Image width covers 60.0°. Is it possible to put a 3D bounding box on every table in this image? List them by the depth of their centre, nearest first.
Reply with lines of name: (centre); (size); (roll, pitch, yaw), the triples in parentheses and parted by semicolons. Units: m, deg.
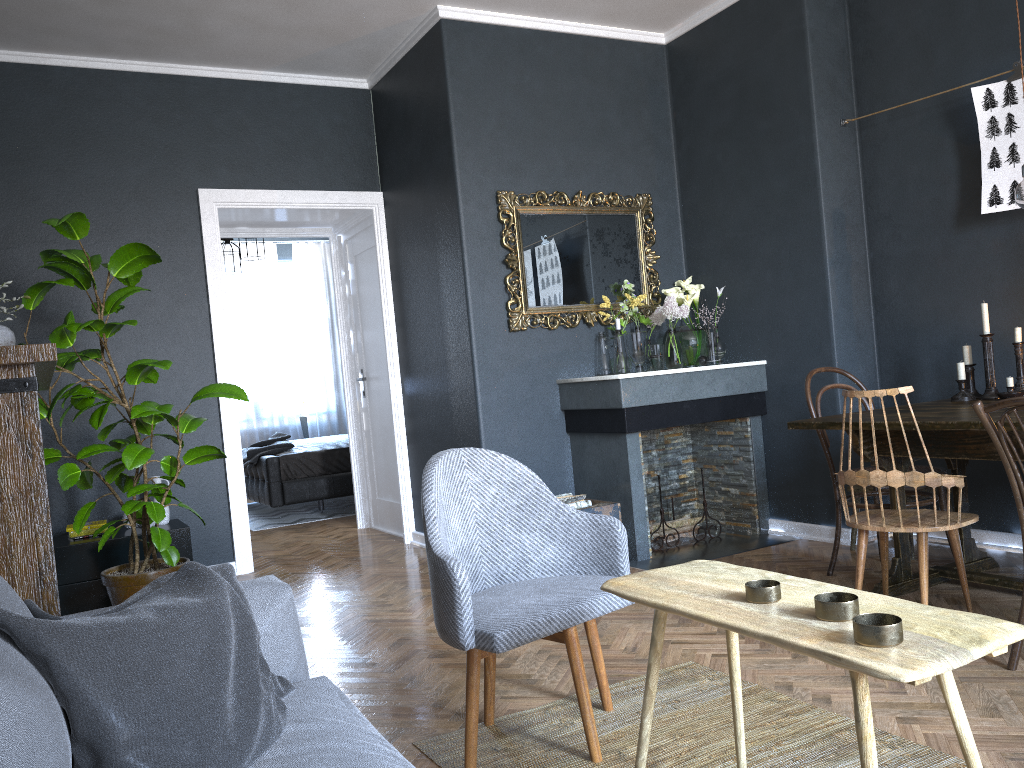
table: (0.518, 0.670, 1.642); (0.339, 0.550, 0.788); (-6, 1, -28)
table: (2.003, 0.433, 3.116); (1.125, 0.728, 1.605); (-6, 1, -28)
table: (1.896, 0.644, 4.302); (0.364, 0.318, 0.369); (-6, 1, -28)

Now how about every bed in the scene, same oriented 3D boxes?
bed: (-1.494, 0.517, 8.465); (2.373, 1.162, 2.266); (-6, 1, -28)

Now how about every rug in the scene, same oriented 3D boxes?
rug: (0.631, 0.933, 1.848); (1.003, 0.013, 2.012); (-6, 0, -28)
rug: (-1.875, 1.137, 8.206); (1.457, 0.013, 2.046); (-6, 0, -28)

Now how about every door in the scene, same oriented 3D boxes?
door: (-0.925, -0.042, 6.212); (0.162, 2.187, 0.857); (-6, 1, -28)

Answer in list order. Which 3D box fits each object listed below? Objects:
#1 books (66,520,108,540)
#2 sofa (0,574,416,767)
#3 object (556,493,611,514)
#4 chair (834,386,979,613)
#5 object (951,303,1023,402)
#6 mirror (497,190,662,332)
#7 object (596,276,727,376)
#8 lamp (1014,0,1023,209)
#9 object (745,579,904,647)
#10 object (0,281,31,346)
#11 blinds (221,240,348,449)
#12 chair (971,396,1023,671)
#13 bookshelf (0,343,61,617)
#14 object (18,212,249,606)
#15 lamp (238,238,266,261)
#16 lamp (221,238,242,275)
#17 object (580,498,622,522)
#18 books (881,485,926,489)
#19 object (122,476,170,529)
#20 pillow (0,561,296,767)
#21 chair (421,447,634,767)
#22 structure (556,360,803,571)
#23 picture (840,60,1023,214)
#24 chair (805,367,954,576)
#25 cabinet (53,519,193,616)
books: (-2.220, 0.763, 4.644); (0.214, 0.066, 0.162); (-6, 0, -33)
sofa: (-0.361, 0.630, 0.936); (0.969, 0.798, 2.341); (-6, 1, -29)
object: (0.260, 0.712, 4.627); (0.369, 0.247, 0.533); (-6, 1, -28)
chair: (1.380, 0.431, 3.139); (0.383, 0.857, 0.456); (-6, 1, -43)
object: (2.008, -0.144, 3.754); (0.223, 0.419, 0.368); (-6, 1, -27)
mirror: (0.414, -0.714, 5.076); (1.056, 0.784, 0.067); (-6, 1, -28)
object: (0.867, -0.356, 5.072); (0.726, 0.547, 0.474); (-6, 1, -25)
lamp: (1.226, -1.354, 2.962); (1.591, 1.575, 0.582); (-5, 1, 3)
object: (0.531, 0.379, 1.505); (0.103, 0.033, 0.369); (-5, 0, -18)
object: (-1.912, -0.216, 3.150); (0.275, 0.412, 0.385); (-5, 1, 40)
blinds: (-3.258, -0.147, 9.664); (3.990, 2.790, 0.312); (-6, 1, -28)
chair: (1.641, 0.423, 2.537); (0.466, 0.820, 0.363); (-6, 1, -28)
bookshelf: (-1.594, 0.551, 2.695); (0.450, 1.172, 1.919); (-6, 1, -28)
object: (-1.844, 0.209, 4.005); (1.117, 1.899, 0.764); (-6, 1, -34)
lamp: (-2.250, -1.452, 7.576); (0.210, 0.770, 0.210); (-6, 1, -14)
lamp: (-2.719, -1.424, 8.445); (0.210, 0.747, 0.210); (-6, 1, -14)
object: (0.264, 0.788, 4.626); (0.383, 0.326, 0.553); (-6, 1, -28)
books: (1.875, 0.480, 4.315); (0.219, 0.013, 0.272); (-5, 0, 18)
object: (-1.991, 0.639, 4.770); (0.228, 0.268, 0.228); (-5, 1, 6)
pillow: (-0.624, 0.473, 1.507); (0.442, 0.362, 0.797); (-5, 0, -10)
chair: (0.018, 0.579, 2.434); (0.495, 0.811, 0.644); (-5, 1, 40)
structure: (0.914, 0.408, 4.894); (1.065, 0.981, 0.834); (-6, 1, -28)
picture: (2.781, -1.067, 2.603); (0.058, 0.771, 4.459); (-6, 1, -28)
chair: (1.598, 0.369, 3.856); (0.437, 0.921, 0.549); (-6, 1, -26)
cabinet: (-2.059, 0.977, 4.687); (0.650, 0.390, 0.456); (-6, 1, -28)
